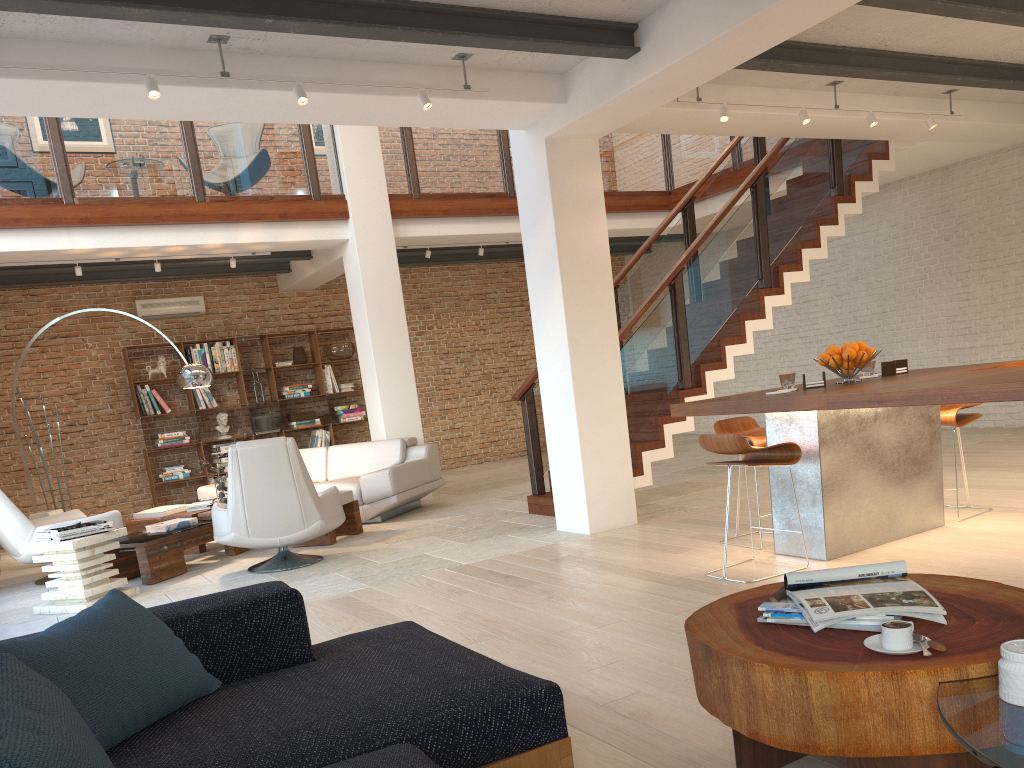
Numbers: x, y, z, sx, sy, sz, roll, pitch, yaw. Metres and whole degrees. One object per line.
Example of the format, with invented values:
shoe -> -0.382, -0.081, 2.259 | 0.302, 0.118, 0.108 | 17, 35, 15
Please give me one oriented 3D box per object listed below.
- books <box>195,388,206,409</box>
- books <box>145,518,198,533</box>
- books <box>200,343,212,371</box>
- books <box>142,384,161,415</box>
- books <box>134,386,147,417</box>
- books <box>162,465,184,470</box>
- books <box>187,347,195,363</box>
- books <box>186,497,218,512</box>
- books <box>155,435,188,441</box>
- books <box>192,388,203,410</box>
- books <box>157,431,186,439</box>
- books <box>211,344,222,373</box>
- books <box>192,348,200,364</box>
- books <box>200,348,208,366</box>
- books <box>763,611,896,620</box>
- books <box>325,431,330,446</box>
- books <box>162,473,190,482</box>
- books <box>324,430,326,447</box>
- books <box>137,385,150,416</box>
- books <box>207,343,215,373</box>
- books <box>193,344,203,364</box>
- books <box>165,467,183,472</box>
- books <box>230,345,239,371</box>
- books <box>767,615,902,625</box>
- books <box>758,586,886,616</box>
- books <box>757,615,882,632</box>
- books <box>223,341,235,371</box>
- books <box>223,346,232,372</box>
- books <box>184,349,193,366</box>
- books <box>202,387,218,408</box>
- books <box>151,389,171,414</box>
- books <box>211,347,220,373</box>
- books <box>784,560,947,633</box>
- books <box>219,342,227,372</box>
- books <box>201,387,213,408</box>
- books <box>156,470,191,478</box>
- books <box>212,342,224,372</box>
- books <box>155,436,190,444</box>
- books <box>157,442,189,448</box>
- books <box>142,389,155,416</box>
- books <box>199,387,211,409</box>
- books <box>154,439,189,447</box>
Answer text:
books -> -4.013, 0.138, 11.125 | 0.102, 0.392, 0.242 | -13, 9, -30
books -> -2.812, 1.166, 7.208 | 0.256, 0.057, 0.319 | -7, 1, 31
books -> -3.902, -0.315, 11.137 | 0.036, 0.392, 0.242 | -13, 9, -30
books -> -4.493, 0.200, 10.869 | 0.119, 0.390, 0.242 | -13, 9, -30
books -> -4.619, 0.215, 10.804 | 0.090, 0.393, 0.242 | -13, 9, -30
books -> -4.314, 1.061, 11.092 | 0.232, 0.019, 0.171 | -8, 0, -36
books -> -4.064, -0.280, 11.071 | 0.020, 0.367, 0.270 | -13, 9, -30
books -> -2.867, 1.120, 8.153 | 0.250, 0.076, 0.393 | -7, 0, 3
books -> -4.313, 0.683, 11.030 | 0.350, 0.021, 0.271 | -8, 0, -31
books -> -4.057, 0.143, 11.127 | 0.100, 0.392, 0.242 | -13, 9, -30
books -> -4.309, 0.643, 11.025 | 0.322, 0.056, 0.254 | -8, 1, -27
books -> -3.800, -0.315, 11.206 | 0.020, 0.367, 0.270 | -13, 9, -30
books -> -4.020, -0.271, 11.077 | 0.054, 0.337, 0.253 | -13, 8, -30
books -> -3.949, -0.281, 11.137 | 0.054, 0.337, 0.253 | -13, 8, -30
books -> 0.862, 0.585, 2.329 | 0.320, 0.011, 0.247 | -7, 0, 30
books -> -2.573, 0.819, 12.014 | 0.114, 0.341, 0.253 | -13, 8, -30
books -> -4.273, 1.184, 11.096 | 0.323, 0.056, 0.253 | -8, 1, -19
books -> -2.619, 0.817, 12.004 | 0.096, 0.362, 0.270 | -13, 8, -30
books -> -4.591, 0.210, 10.829 | 0.090, 0.393, 0.242 | -13, 9, -30
books -> -3.875, -0.318, 11.163 | 0.036, 0.392, 0.242 | -13, 9, -30
books -> -3.986, -0.304, 11.098 | 0.036, 0.392, 0.242 | -13, 9, -30
books -> -4.302, 1.086, 11.094 | 0.203, 0.034, 0.132 | -8, 1, -29
books -> -3.627, -0.323, 11.321 | 0.054, 0.337, 0.253 | -13, 8, -30
books -> 0.867, 0.595, 2.312 | 0.320, 0.011, 0.247 | -7, 0, 30
books -> 0.857, 0.574, 2.335 | 0.320, 0.011, 0.247 | -7, 0, 35
books -> 0.858, 0.607, 2.326 | 0.320, 0.011, 0.247 | -7, 0, 40
books -> -3.664, -0.346, 11.279 | 0.036, 0.392, 0.242 | -13, 9, -30
books -> -3.699, -0.314, 11.256 | 0.054, 0.337, 0.253 | -13, 8, -30
books -> -4.096, -0.261, 11.057 | 0.054, 0.337, 0.253 | -13, 8, -30
books -> -3.906, 0.150, 11.191 | 0.155, 0.336, 0.253 | -12, 8, -29
books -> -4.421, 0.222, 10.938 | 0.192, 0.325, 0.253 | -12, 8, -29
books -> -3.824, -0.297, 11.177 | 0.054, 0.337, 0.253 | -13, 8, -30
books -> 0.905, 0.555, 2.269 | 0.322, 0.111, 0.268 | -7, 2, 4
books -> -3.745, -0.335, 11.234 | 0.036, 0.392, 0.242 | -13, 9, -30
books -> -3.956, 0.147, 11.180 | 0.122, 0.356, 0.270 | -12, 8, -30
books -> -4.301, 1.140, 11.085 | 0.374, 0.037, 0.243 | -8, 0, -29
books -> -3.784, -0.330, 11.229 | 0.036, 0.392, 0.242 | -13, 9, -30
books -> -4.297, 0.710, 11.019 | 0.373, 0.037, 0.244 | -8, 0, -35
books -> -4.297, 0.777, 11.041 | 0.351, 0.021, 0.271 | -8, 0, -29
books -> -4.553, 0.231, 10.874 | 0.101, 0.341, 0.253 | -13, 8, -30
books -> -3.970, 0.149, 11.161 | 0.122, 0.356, 0.270 | -12, 8, -30
books -> -4.305, 0.748, 11.026 | 0.373, 0.037, 0.244 | -8, 0, -34
